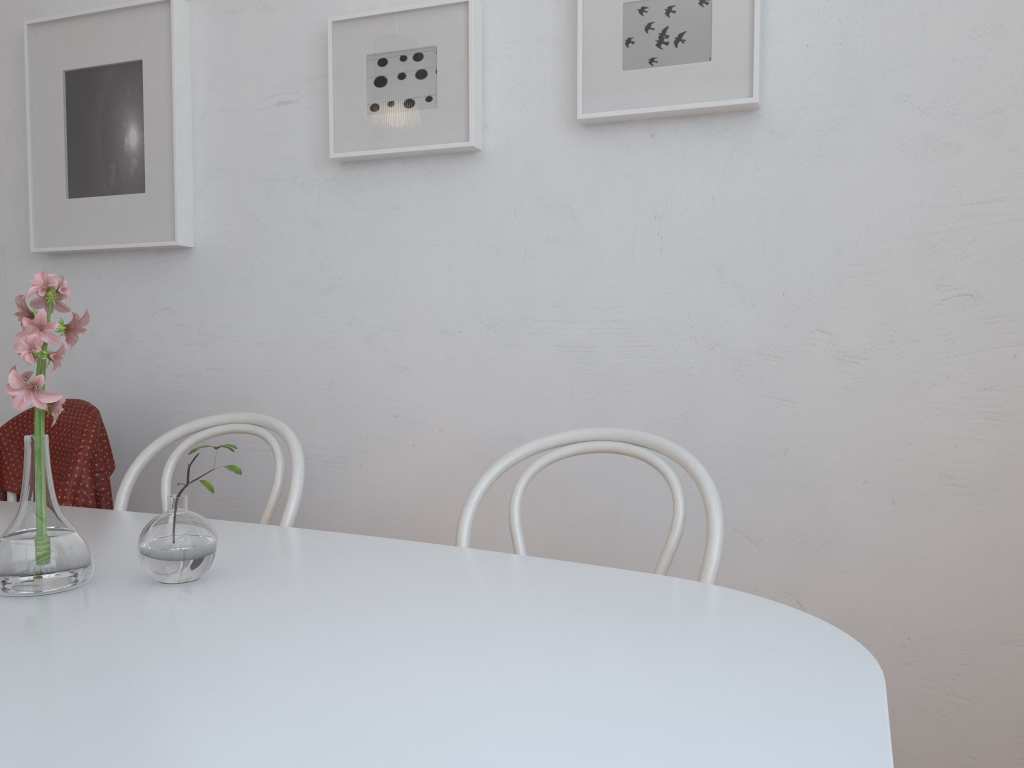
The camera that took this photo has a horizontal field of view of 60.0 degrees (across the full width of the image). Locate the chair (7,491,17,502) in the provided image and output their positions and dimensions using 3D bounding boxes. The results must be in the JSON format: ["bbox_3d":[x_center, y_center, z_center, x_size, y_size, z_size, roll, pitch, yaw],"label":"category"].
[{"bbox_3d":[-1.060,0.504,1.694,0.447,0.918,0.519,2,4,31],"label":"chair"}]

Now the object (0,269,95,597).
[{"bbox_3d":[-0.519,0.049,0.966,0.108,0.349,0.111,0,3,-10],"label":"object"}]

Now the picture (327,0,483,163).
[{"bbox_3d":[-0.209,-0.582,1.713,0.311,0.273,0.047,1,3,21],"label":"picture"}]

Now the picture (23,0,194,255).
[{"bbox_3d":[-0.905,-0.563,1.982,0.431,0.524,0.050,1,3,21],"label":"picture"}]

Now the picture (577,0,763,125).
[{"bbox_3d":[0.268,-0.603,1.528,0.311,0.273,0.047,1,3,21],"label":"picture"}]

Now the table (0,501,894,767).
[{"bbox_3d":[-0.815,0.606,1.025,2.289,0.770,0.931,1,3,21],"label":"table"}]

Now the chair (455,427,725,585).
[{"bbox_3d":[0.031,0.530,1.100,0.447,0.918,0.519,2,3,26],"label":"chair"}]

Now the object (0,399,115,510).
[{"bbox_3d":[-0.953,0.322,1.845,0.491,0.580,0.201,2,4,36],"label":"object"}]

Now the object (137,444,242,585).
[{"bbox_3d":[-0.369,0.146,1.012,0.087,0.151,0.112,3,4,44],"label":"object"}]

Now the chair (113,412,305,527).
[{"bbox_3d":[-0.567,0.518,1.373,0.447,0.918,0.519,1,3,21],"label":"chair"}]
